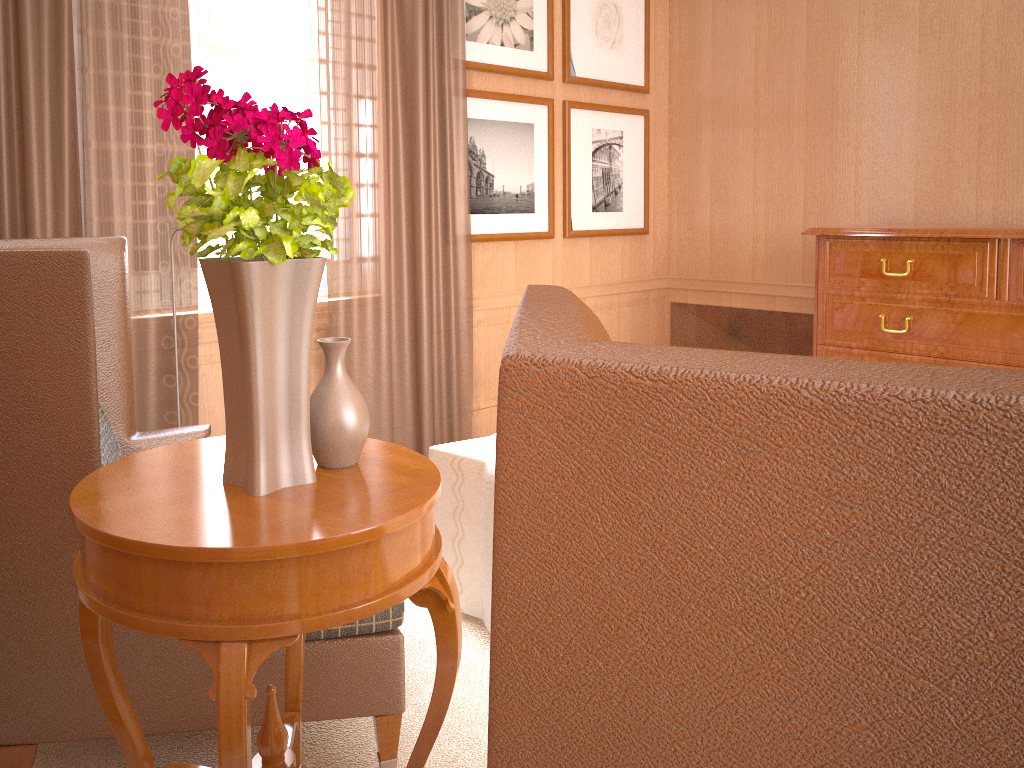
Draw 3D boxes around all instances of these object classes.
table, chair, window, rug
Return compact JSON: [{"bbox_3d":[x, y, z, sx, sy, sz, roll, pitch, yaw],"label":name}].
[{"bbox_3d":[-0.674,0.932,2.445,0.930,1.358,1.047,-6,9,-36],"label":"table"},{"bbox_3d":[0.796,0.831,1.380,1.912,1.954,1.742,3,8,21],"label":"chair"},{"bbox_3d":[-1.502,0.382,3.705,1.723,1.953,1.934,-3,8,-19],"label":"chair"},{"bbox_3d":[-2.040,-2.170,6.119,2.451,3.345,0.851,-7,8,-44],"label":"window"},{"bbox_3d":[1.099,1.501,3.006,6.045,0.020,8.015,-11,16,-43],"label":"rug"}]

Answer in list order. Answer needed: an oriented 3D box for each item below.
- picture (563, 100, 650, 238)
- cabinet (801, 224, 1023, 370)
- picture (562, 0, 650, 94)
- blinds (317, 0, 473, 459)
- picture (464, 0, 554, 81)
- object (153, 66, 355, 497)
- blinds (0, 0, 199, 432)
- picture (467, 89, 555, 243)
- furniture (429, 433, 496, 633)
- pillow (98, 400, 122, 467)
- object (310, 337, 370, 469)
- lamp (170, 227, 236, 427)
[{"bbox_3d":[0.928,-2.046,8.460,1.259,1.236,0.048,-8,9,-44],"label":"picture"},{"bbox_3d":[3.653,-0.129,6.207,1.426,1.922,2.786,-7,11,-44],"label":"cabinet"},{"bbox_3d":[0.916,-3.435,8.348,1.259,1.236,0.048,-8,9,-44],"label":"picture"},{"bbox_3d":[-0.842,-1.610,6.594,0.268,4.742,1.456,4,7,44],"label":"blinds"},{"bbox_3d":[-0.089,-3.229,7.370,1.259,1.236,0.048,-8,9,-44],"label":"picture"},{"bbox_3d":[-0.656,-0.282,2.342,0.458,1.078,0.528,5,8,44],"label":"object"},{"bbox_3d":[-2.503,-1.265,4.976,1.436,4.753,0.268,-5,7,-43],"label":"blinds"},{"bbox_3d":[-0.077,-1.840,7.482,1.259,1.236,0.048,-8,9,-44],"label":"picture"},{"bbox_3d":[0.804,0.727,4.558,1.963,0.890,1.968,9,14,42],"label":"furniture"},{"bbox_3d":[-1.917,0.255,3.552,0.539,0.699,1.088,-3,10,-19],"label":"pillow"},{"bbox_3d":[-0.501,0.051,2.506,0.186,0.354,0.188,-2,6,-11],"label":"object"},{"bbox_3d":[-1.518,0.184,4.558,0.629,2.006,0.570,0,5,8],"label":"lamp"}]
